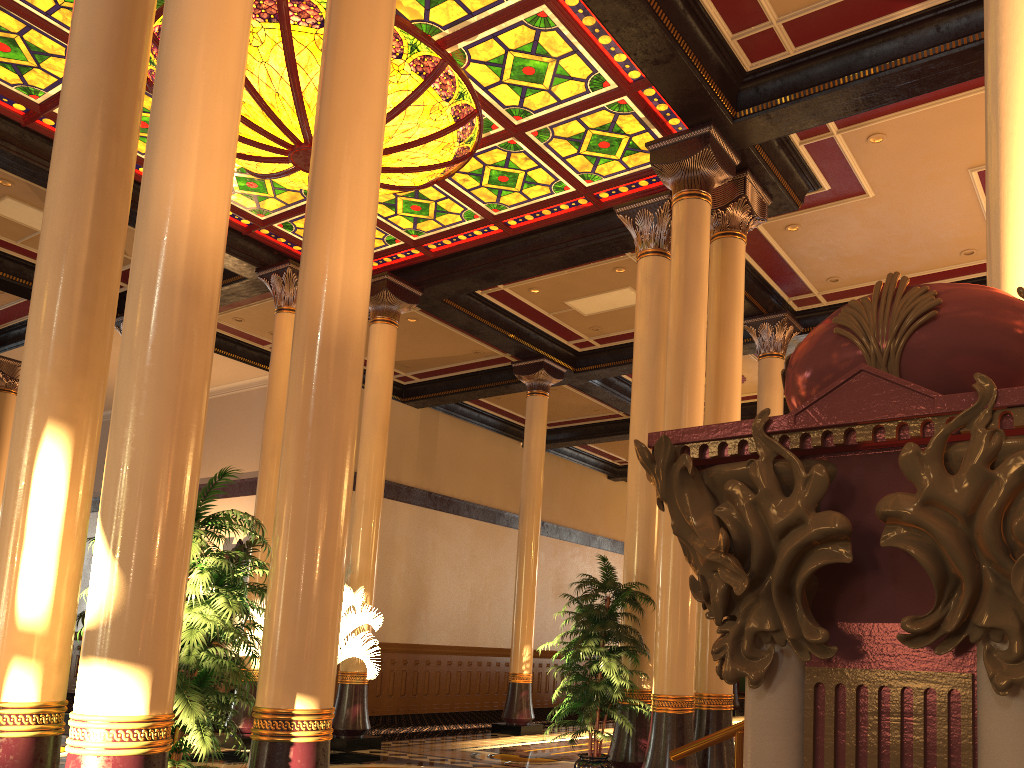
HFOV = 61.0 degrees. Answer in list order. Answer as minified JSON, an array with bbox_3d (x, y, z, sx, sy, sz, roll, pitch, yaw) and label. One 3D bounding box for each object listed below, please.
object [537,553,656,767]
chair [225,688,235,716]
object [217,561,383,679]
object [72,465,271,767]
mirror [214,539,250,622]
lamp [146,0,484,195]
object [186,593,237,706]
[{"bbox_3d":[0.774,2.624,7.895,1.007,2.101,1.137,-2,-11,24],"label":"object"},{"bbox_3d":[-4.373,5.025,14.556,0.777,1.073,0.727,9,-13,-29],"label":"chair"},{"bbox_3d":[-2.179,3.188,10.288,1.769,2.220,2.195,-6,-15,38],"label":"object"},{"bbox_3d":[-1.703,1.455,4.459,1.089,2.101,1.053,4,-10,-6],"label":"object"},{"bbox_3d":[-5.136,3.666,16.238,1.343,1.517,0.211,-6,-12,35],"label":"mirror"},{"bbox_3d":[-1.775,-2.307,7.938,2.907,0.588,3.184,-9,-20,32],"label":"lamp"},{"bbox_3d":[-5.442,4.715,15.403,1.089,2.101,1.053,4,-10,-6],"label":"object"}]
